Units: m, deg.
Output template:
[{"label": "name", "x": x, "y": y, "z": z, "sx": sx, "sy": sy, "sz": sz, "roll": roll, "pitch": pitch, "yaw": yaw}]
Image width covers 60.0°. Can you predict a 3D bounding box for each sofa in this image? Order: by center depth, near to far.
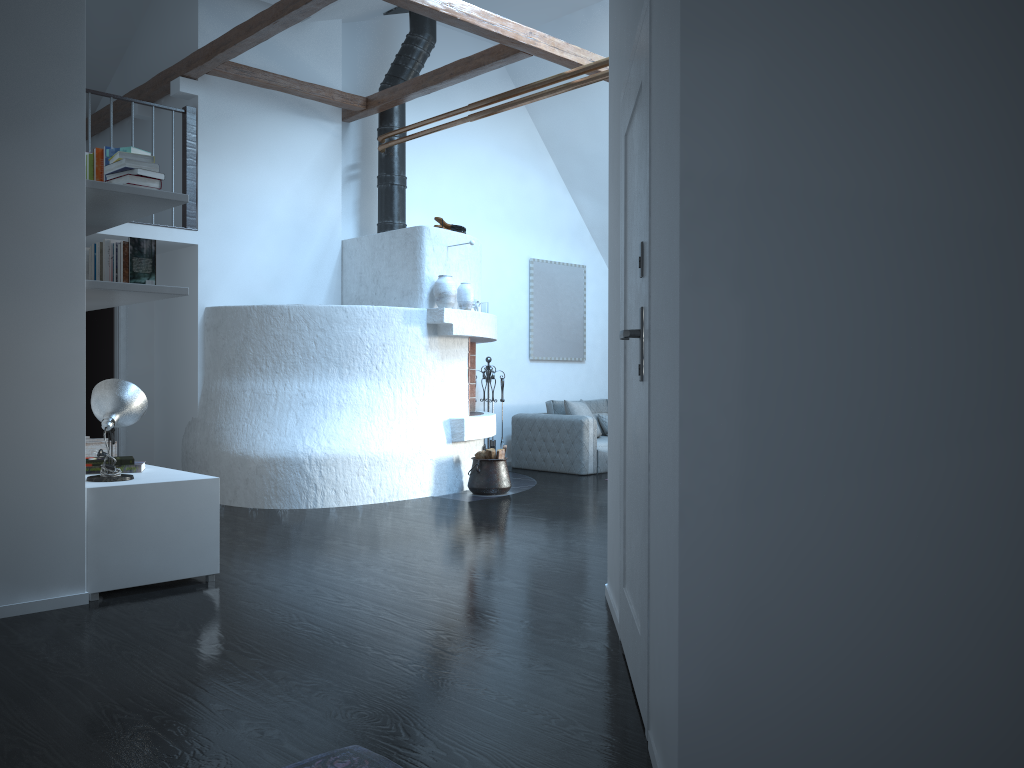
[{"label": "sofa", "x": 1.224, "y": 0.559, "z": 10.365, "sx": 2.458, "sy": 0.770, "sz": 1.107, "roll": 0, "pitch": 0, "yaw": -44}]

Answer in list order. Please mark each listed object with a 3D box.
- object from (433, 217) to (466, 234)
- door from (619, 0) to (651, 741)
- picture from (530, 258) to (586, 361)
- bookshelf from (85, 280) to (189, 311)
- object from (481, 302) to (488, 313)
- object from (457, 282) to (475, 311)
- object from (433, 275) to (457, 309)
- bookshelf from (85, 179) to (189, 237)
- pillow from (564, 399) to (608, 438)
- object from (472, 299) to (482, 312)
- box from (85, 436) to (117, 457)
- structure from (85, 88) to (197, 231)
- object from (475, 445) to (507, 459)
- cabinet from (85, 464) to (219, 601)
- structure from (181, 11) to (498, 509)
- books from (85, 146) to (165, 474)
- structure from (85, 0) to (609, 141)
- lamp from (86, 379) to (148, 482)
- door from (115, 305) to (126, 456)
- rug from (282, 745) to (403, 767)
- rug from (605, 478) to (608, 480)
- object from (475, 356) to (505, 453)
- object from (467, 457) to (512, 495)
[{"label": "object", "x": -0.563, "y": -1.408, "z": 8.094, "sx": 0.311, "sy": 0.094, "sz": 0.783, "roll": 0, "pitch": 0, "yaw": 32}, {"label": "door", "x": 0.416, "y": -0.063, "z": 2.904, "sx": 0.170, "sy": 2.074, "sz": 0.974, "roll": 0, "pitch": 0, "yaw": 2}, {"label": "picture", "x": 0.565, "y": -0.882, "z": 10.719, "sx": 0.965, "sy": 1.185, "sz": 0.025, "roll": 0, "pitch": 0, "yaw": -44}, {"label": "bookshelf", "x": -2.222, "y": -0.445, "z": 4.594, "sx": 0.478, "sy": 0.038, "sz": 1.471, "roll": 0, "pitch": 0, "yaw": -44}, {"label": "object", "x": -0.288, "y": -0.746, "z": 9.088, "sx": 0.092, "sy": 0.180, "sz": 0.092, "roll": 0, "pitch": 0, "yaw": -16}, {"label": "object", "x": -0.408, "y": -0.753, "z": 7.806, "sx": 0.158, "sy": 0.274, "sz": 0.158, "roll": 0, "pitch": 0, "yaw": -5}, {"label": "object", "x": -0.572, "y": -0.772, "z": 7.601, "sx": 0.203, "sy": 0.314, "sz": 0.203, "roll": 0, "pitch": 0, "yaw": 30}, {"label": "bookshelf", "x": -2.221, "y": -0.887, "z": 4.592, "sx": 0.478, "sy": 0.038, "sz": 1.471, "roll": 0, "pitch": 0, "yaw": -44}, {"label": "pillow", "x": 1.306, "y": 0.383, "z": 10.308, "sx": 2.075, "sy": 0.515, "sz": 0.444, "roll": 0, "pitch": 0, "yaw": -44}, {"label": "object", "x": -0.327, "y": -0.708, "z": 7.973, "sx": 0.161, "sy": 0.114, "sz": 0.064, "roll": 0, "pitch": 0, "yaw": -41}, {"label": "box", "x": -2.421, "y": 0.377, "z": 4.947, "sx": 0.441, "sy": 0.150, "sz": 0.258, "roll": 0, "pitch": 0, "yaw": 41}, {"label": "structure", "x": -3.132, "y": -0.675, "z": 6.568, "sx": 1.897, "sy": 3.267, "sz": 0.781, "roll": 0, "pitch": 0, "yaw": -44}, {"label": "object", "x": -0.193, "y": 0.718, "z": 7.730, "sx": 0.240, "sy": 0.370, "sz": 0.270, "roll": 0, "pitch": 0, "yaw": -44}, {"label": "cabinet", "x": -2.157, "y": 0.707, "z": 4.664, "sx": 0.638, "sy": 0.507, "sz": 1.469, "roll": 0, "pitch": 0, "yaw": -44}, {"label": "structure", "x": -1.603, "y": -1.394, "z": 8.523, "sx": 3.058, "sy": 4.752, "sz": 3.049, "roll": 0, "pitch": 0, "yaw": -35}, {"label": "books", "x": -2.168, "y": -0.358, "z": 4.668, "sx": 1.387, "sy": 1.622, "sz": 0.393, "roll": 0, "pitch": 0, "yaw": 41}, {"label": "structure", "x": 1.907, "y": -2.791, "z": 4.771, "sx": 10.230, "sy": 3.562, "sz": 15.910, "roll": 0, "pitch": 0, "yaw": -38}, {"label": "lamp", "x": -1.933, "y": 0.215, "z": 4.279, "sx": 0.259, "sy": 0.481, "sz": 0.303, "roll": 0, "pitch": 0, "yaw": 8}, {"label": "door", "x": -3.848, "y": -0.095, "z": 7.265, "sx": 0.698, "sy": 2.074, "sz": 1.433, "roll": 0, "pitch": 0, "yaw": 6}, {"label": "rug", "x": -0.240, "y": 0.975, "z": 1.172, "sx": 1.429, "sy": 0.016, "sz": 2.015, "roll": 0, "pitch": 0, "yaw": -44}, {"label": "rug", "x": 2.378, "y": 0.942, "z": 9.127, "sx": 2.647, "sy": 0.029, "sz": 1.512, "roll": 0, "pitch": 0, "yaw": -44}, {"label": "object", "x": -0.253, "y": 0.326, "z": 9.536, "sx": 0.376, "sy": 1.245, "sz": 0.376, "roll": 0, "pitch": 0, "yaw": 26}, {"label": "object", "x": -0.196, "y": 0.801, "z": 7.752, "sx": 0.384, "sy": 0.313, "sz": 0.384, "roll": 0, "pitch": 0, "yaw": -18}]
